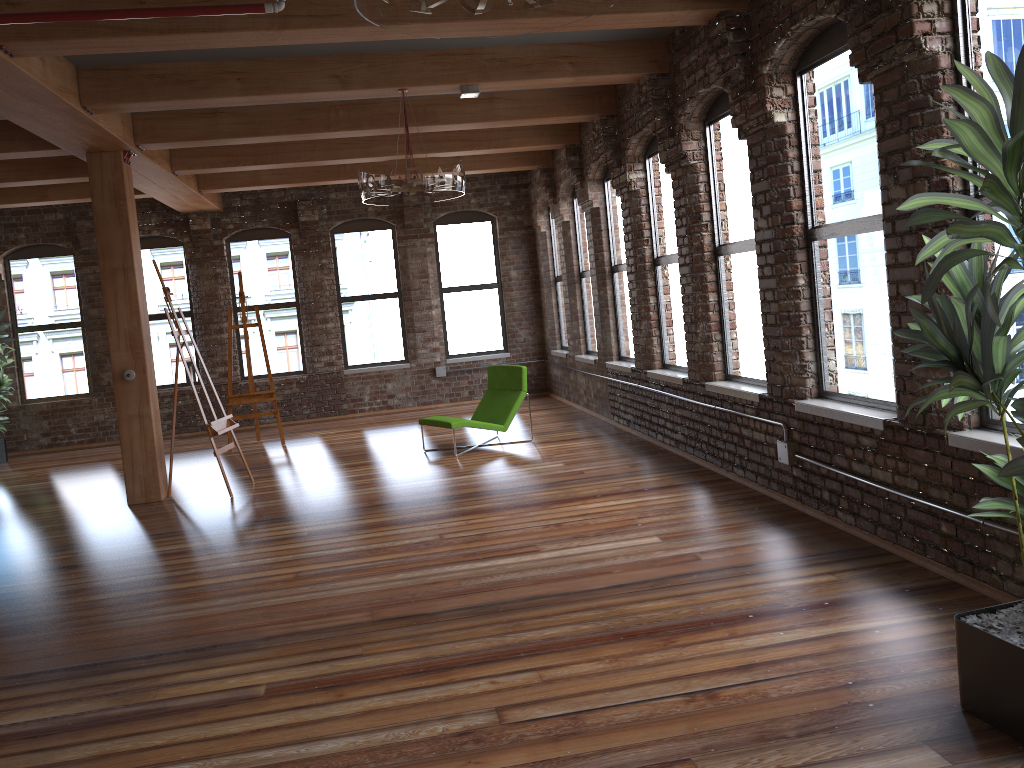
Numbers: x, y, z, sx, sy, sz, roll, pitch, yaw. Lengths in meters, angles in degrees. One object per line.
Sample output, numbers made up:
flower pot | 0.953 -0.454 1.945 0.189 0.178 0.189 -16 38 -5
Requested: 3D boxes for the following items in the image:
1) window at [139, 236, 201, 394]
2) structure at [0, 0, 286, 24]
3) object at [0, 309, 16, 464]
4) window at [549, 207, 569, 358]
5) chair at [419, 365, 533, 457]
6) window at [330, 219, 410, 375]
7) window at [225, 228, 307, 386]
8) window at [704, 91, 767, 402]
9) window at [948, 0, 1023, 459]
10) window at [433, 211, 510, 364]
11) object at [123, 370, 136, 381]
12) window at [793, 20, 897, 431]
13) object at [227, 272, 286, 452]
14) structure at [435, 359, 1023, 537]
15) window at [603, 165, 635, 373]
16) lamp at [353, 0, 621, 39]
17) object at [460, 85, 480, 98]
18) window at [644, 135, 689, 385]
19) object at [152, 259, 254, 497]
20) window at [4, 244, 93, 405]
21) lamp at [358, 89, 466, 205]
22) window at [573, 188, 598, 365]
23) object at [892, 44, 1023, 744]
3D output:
window | -4.961 -0.972 12.461 0.969 2.222 0.221 -6 3 -9
structure | -4.468 -1.539 3.880 6.813 0.111 0.051 -6 3 -9
object | -6.955 0.002 11.432 1.083 2.098 0.966 -8 4 -31
window | 0.651 -1.494 12.239 0.232 2.210 0.970 -6 3 -9
chair | -0.392 0.252 9.115 0.959 0.794 0.680 -8 5 -34
window | -2.077 -1.297 12.924 0.969 2.213 0.219 -6 3 -9
window | -3.522 -1.132 12.692 0.969 2.222 0.221 -6 3 -9
window | 1.604 -1.026 6.427 0.236 2.210 0.970 -6 3 -9
window | 2.077 -0.792 3.532 0.235 2.210 0.970 -6 3 -9
window | -0.616 -1.460 13.158 0.969 2.213 0.219 -6 3 -9
object | -3.330 -0.076 7.702 0.095 0.095 0.061 -6 4 -9
window | 1.838 -0.909 4.979 0.232 2.210 0.970 -6 3 -9
object | -3.216 -0.316 10.804 0.662 2.135 0.686 -6 3 -14
structure | 1.554 0.265 6.663 1.635 0.312 13.731 -7 6 -16
window | 1.129 -1.259 9.318 0.233 2.210 0.970 -6 3 -9
lamp | -0.080 -1.467 2.403 0.808 0.813 0.812 -3 5 34
object | -0.324 -2.247 6.790 0.145 0.072 0.148 -6 5 -9
window | 1.364 -1.142 7.874 0.230 2.210 0.970 -6 3 -9
object | -2.872 -0.076 7.971 0.685 2.135 0.663 -5 3 1
window | -6.419 -0.846 12.295 0.969 2.164 0.086 -6 3 -9
lamp | -0.782 -1.813 6.692 0.808 0.813 0.812 -3 5 27
window | 0.891 -1.376 10.766 0.232 2.210 0.970 -6 3 -9
object | 1.669 0.012 2.753 0.966 2.098 1.083 -5 3 4
